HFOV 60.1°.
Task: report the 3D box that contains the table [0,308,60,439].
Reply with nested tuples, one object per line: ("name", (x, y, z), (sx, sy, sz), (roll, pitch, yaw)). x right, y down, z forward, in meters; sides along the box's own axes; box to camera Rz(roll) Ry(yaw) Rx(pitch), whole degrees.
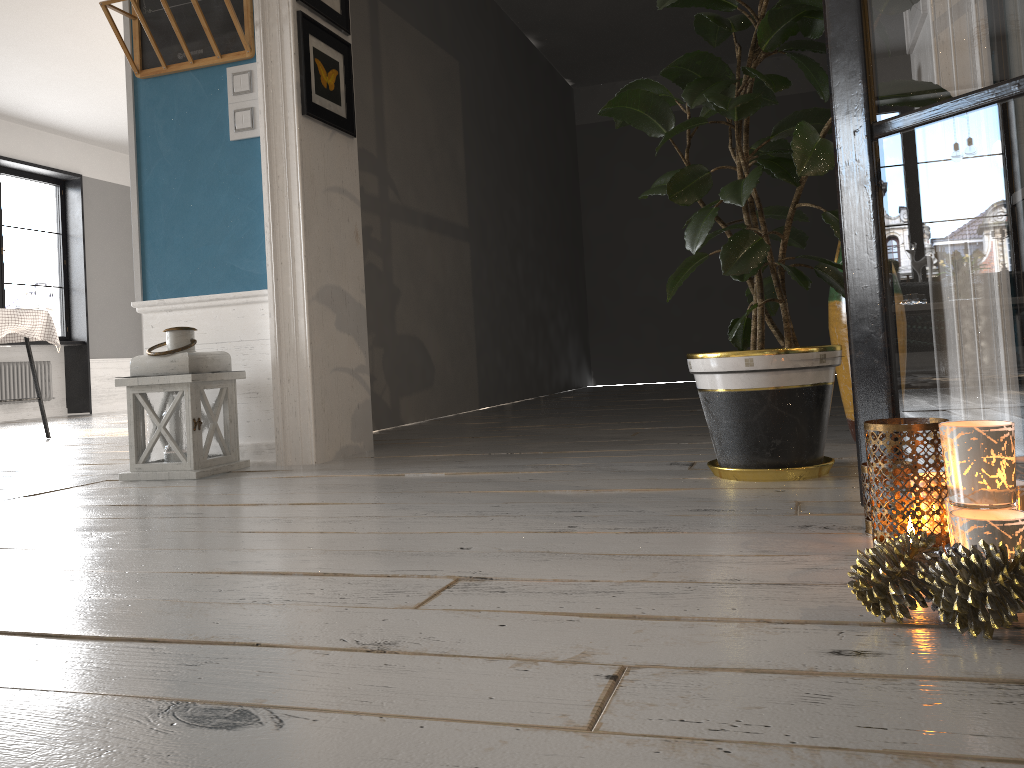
("table", (-3.839, 0.000, 5.341), (2.022, 0.786, 0.931), (-3, 0, 18))

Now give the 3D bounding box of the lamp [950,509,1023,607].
("lamp", (0.547, 0.197, 1.006), (0.081, 0.099, 0.080), (-3, -1, -32))

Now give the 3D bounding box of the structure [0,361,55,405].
("structure", (-5.105, -0.007, 8.873), (0.148, 0.428, 1.223), (-4, 1, 16))

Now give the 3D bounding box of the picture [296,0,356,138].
("picture", (0.243, -1.344, 2.887), (1.942, 0.755, 0.358), (-3, -1, 18))

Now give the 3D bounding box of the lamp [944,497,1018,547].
("lamp", (0.582, 0.192, 1.091), (0.081, 0.099, 0.080), (-3, -1, -32))

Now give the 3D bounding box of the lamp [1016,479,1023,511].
("lamp", (0.664, 0.184, 1.211), (0.081, 0.099, 0.080), (-3, -1, -32))

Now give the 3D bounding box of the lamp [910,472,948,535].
("lamp", (0.630, 0.184, 1.296), (0.081, 0.099, 0.080), (-3, -1, -32))

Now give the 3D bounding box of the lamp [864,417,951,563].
("lamp", (0.556, 0.145, 1.234), (0.114, 0.187, 0.115), (-4, -1, 17))

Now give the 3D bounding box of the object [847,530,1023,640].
("object", (0.714, 0.189, 0.875), (0.717, 0.118, 0.192), (-3, 0, 7))

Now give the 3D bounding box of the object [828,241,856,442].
("object", (1.034, -0.390, 2.616), (0.215, 1.126, 0.215), (-4, -2, 12))

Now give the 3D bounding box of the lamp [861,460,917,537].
("lamp", (0.591, 0.180, 1.379), (0.084, 0.110, 0.084), (-3, -1, -6))

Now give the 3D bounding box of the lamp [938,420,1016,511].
("lamp", (0.557, 0.096, 1.054), (0.081, 0.099, 0.080), (-3, -1, -32))

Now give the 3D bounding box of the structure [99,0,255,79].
("structure", (-1.175, -1.501, 3.071), (0.494, 0.777, 0.185), (-4, -2, 18))

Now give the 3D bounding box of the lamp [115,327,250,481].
("lamp", (-1.069, 0.052, 2.879), (0.286, 0.478, 0.286), (-4, -1, 17))

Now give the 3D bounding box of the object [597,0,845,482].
("object", (0.201, -0.619, 0.581), (1.010, 1.797, 3.898), (-4, 1, 18))
